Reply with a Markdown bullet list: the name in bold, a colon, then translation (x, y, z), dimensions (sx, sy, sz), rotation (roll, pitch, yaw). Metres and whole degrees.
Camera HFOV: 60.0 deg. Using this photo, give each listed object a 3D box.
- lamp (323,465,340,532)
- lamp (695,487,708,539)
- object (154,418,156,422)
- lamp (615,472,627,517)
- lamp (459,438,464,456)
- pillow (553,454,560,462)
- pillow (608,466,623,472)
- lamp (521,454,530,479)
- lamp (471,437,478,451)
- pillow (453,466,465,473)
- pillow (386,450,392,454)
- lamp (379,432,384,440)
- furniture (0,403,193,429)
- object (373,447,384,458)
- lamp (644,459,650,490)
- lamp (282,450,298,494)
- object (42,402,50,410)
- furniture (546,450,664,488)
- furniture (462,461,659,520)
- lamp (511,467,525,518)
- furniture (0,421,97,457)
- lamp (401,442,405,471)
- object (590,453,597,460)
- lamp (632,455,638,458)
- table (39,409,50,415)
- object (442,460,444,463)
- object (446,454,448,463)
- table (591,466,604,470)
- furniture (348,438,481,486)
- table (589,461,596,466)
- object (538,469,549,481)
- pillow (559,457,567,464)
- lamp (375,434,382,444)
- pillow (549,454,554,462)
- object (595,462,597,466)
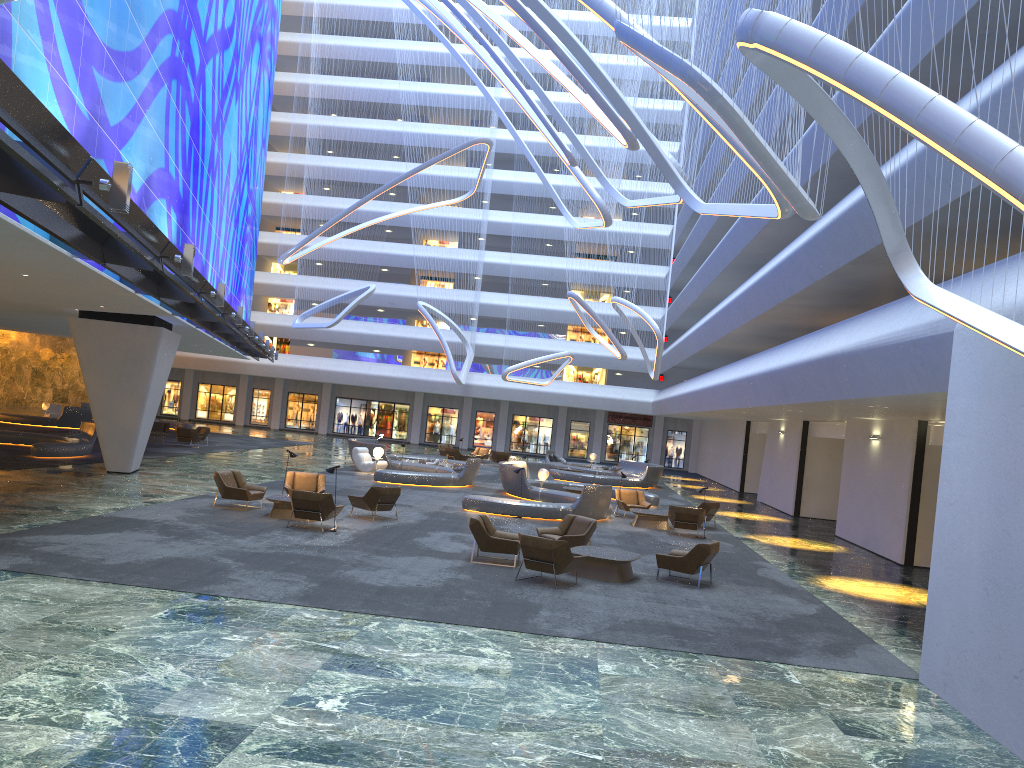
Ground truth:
- **lamp**: translation (-3.506, 2.209, 17.221), dimensions (0.383, 1.300, 0.202), rotation (6, 0, 22)
- **lamp**: translation (4.734, 3.209, 22.212), dimensions (0.383, 1.300, 0.202), rotation (6, 0, 22)
- **object**: translation (-18.206, 1.759, 45.230), dimensions (0.066, 0.356, 0.076), rotation (6, 0, -3)
- **lamp**: translation (3.108, 3.152, 25.312), dimensions (0.201, 1.300, 0.384), rotation (6, 0, 21)
- **lamp**: translation (-2.399, 3.154, 41.531), dimensions (0.202, 1.300, 0.383), rotation (6, 0, -33)
- **pillow**: translation (2.285, 3.777, 45.257), dimensions (0.315, 0.386, 0.786), rotation (5, -2, 20)
- **pillow**: translation (4.877, 3.987, 41.754), dimensions (0.693, 0.262, 0.876), rotation (7, -2, -33)
- **lamp**: translation (0.450, 3.076, 30.894), dimensions (0.383, 1.300, 0.202), rotation (6, 0, 22)
- **lamp**: translation (-1.952, 3.318, 45.006), dimensions (0.385, 1.300, 0.201), rotation (6, 0, -34)
- **pillow**: translation (-1.598, 2.950, 30.480), dimensions (0.692, 0.262, 0.878), rotation (5, -2, 13)
- **pillow**: translation (-5.326, 2.871, 37.269), dimensions (0.444, 0.207, 0.444), rotation (7, -2, -34)
- **lamp**: translation (-5.712, 2.706, 38.196), dimensions (0.202, 1.300, 0.383), rotation (6, 0, -42)
- **furniture**: translation (-20.392, 1.547, 43.509), dimensions (5.179, 0.969, 9.943), rotation (5, -2, 22)
- **object**: translation (-4.685, 2.411, 31.108), dimensions (0.367, 0.387, 0.318), rotation (6, -1, -13)
- **lamp**: translation (5.718, 3.840, 37.730), dimensions (0.202, 1.300, 0.383), rotation (6, 0, -36)
- **lamp**: translation (-5.132, 2.152, 20.321), dimensions (0.201, 1.300, 0.384), rotation (6, 0, 21)
- **object**: translation (-22.029, 1.035, 41.880), dimensions (0.366, 0.387, 0.318), rotation (6, -1, 12)
- **furniture**: translation (4.201, 3.971, 42.039), dimensions (5.185, 0.969, 9.932), rotation (6, -2, 1)
- **furniture**: translation (1.242, 3.166, 27.190), dimensions (5.179, 0.969, 9.942), rotation (5, -2, 21)
- **lamp**: translation (0.146, 2.763, 22.650), dimensions (0.383, 1.300, 0.202), rotation (6, 0, 22)
- **furniture**: translation (-17.667, 1.284, 27.826), dimensions (9.915, 0.969, 5.194), rotation (5, -2, 21)
- **lamp**: translation (-3.797, 2.638, 30.601), dimensions (0.202, 1.300, 0.384), rotation (6, 0, -20)
- **object**: translation (4.327, 3.880, 47.277), dimensions (0.367, 0.387, 0.318), rotation (6, -1, -13)
- **lamp**: translation (5.749, 3.982, 41.789), dimensions (0.384, 1.300, 0.202), rotation (6, 0, 4)
- **table**: translation (-22.122, 1.518, 41.854), dimensions (0.418, 0.595, 0.428), rotation (6, -1, 4)
- **object**: translation (-2.772, 3.104, 35.698), dimensions (0.071, 0.118, 0.151), rotation (6, -1, 15)
- **object**: translation (-2.631, 3.002, 35.778), dimensions (0.066, 0.356, 0.076), rotation (6, 0, -28)
- **table**: translation (4.262, 4.379, 44.582), dimensions (0.671, 0.406, 0.674), rotation (6, -1, 1)
- **furniture**: translation (-3.868, 2.859, 33.289), dimensions (5.186, 0.969, 9.930), rotation (6, -2, -3)
- **table**: translation (4.121, 4.300, 45.973), dimensions (0.418, 0.595, 0.427), rotation (6, -1, -42)
- **object**: translation (1.003, 2.882, 28.183), dimensions (0.366, 0.387, 0.318), rotation (6, -1, 12)
- **pillow**: translation (2.504, 3.901, 45.532), dimensions (0.872, 0.280, 0.686), rotation (4, -2, 42)
- **lamp**: translation (-5.459, 2.649, 35.796), dimensions (0.384, 1.300, 0.202), rotation (6, 0, -2)
- **pillow**: translation (2.073, 3.780, 45.239), dimensions (0.295, 0.369, 0.770), rotation (6, -2, 17)
- **object**: translation (4.209, 4.043, 44.655), dimensions (0.131, 0.252, 0.103), rotation (6, 0, -12)
